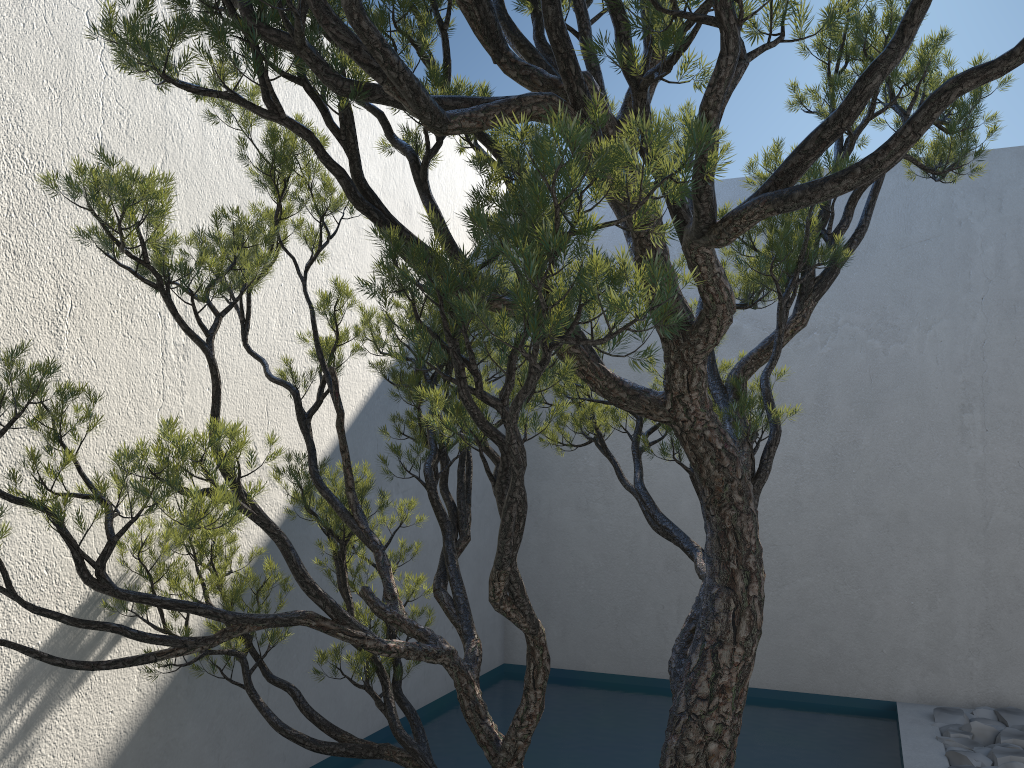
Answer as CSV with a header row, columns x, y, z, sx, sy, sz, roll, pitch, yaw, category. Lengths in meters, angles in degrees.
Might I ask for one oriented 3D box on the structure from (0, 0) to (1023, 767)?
x,y,z,sx,sy,sz,roll,pitch,yaw,category
0.054,-0.122,1.958,2.587,3.461,2.527,0,-3,15,structure
